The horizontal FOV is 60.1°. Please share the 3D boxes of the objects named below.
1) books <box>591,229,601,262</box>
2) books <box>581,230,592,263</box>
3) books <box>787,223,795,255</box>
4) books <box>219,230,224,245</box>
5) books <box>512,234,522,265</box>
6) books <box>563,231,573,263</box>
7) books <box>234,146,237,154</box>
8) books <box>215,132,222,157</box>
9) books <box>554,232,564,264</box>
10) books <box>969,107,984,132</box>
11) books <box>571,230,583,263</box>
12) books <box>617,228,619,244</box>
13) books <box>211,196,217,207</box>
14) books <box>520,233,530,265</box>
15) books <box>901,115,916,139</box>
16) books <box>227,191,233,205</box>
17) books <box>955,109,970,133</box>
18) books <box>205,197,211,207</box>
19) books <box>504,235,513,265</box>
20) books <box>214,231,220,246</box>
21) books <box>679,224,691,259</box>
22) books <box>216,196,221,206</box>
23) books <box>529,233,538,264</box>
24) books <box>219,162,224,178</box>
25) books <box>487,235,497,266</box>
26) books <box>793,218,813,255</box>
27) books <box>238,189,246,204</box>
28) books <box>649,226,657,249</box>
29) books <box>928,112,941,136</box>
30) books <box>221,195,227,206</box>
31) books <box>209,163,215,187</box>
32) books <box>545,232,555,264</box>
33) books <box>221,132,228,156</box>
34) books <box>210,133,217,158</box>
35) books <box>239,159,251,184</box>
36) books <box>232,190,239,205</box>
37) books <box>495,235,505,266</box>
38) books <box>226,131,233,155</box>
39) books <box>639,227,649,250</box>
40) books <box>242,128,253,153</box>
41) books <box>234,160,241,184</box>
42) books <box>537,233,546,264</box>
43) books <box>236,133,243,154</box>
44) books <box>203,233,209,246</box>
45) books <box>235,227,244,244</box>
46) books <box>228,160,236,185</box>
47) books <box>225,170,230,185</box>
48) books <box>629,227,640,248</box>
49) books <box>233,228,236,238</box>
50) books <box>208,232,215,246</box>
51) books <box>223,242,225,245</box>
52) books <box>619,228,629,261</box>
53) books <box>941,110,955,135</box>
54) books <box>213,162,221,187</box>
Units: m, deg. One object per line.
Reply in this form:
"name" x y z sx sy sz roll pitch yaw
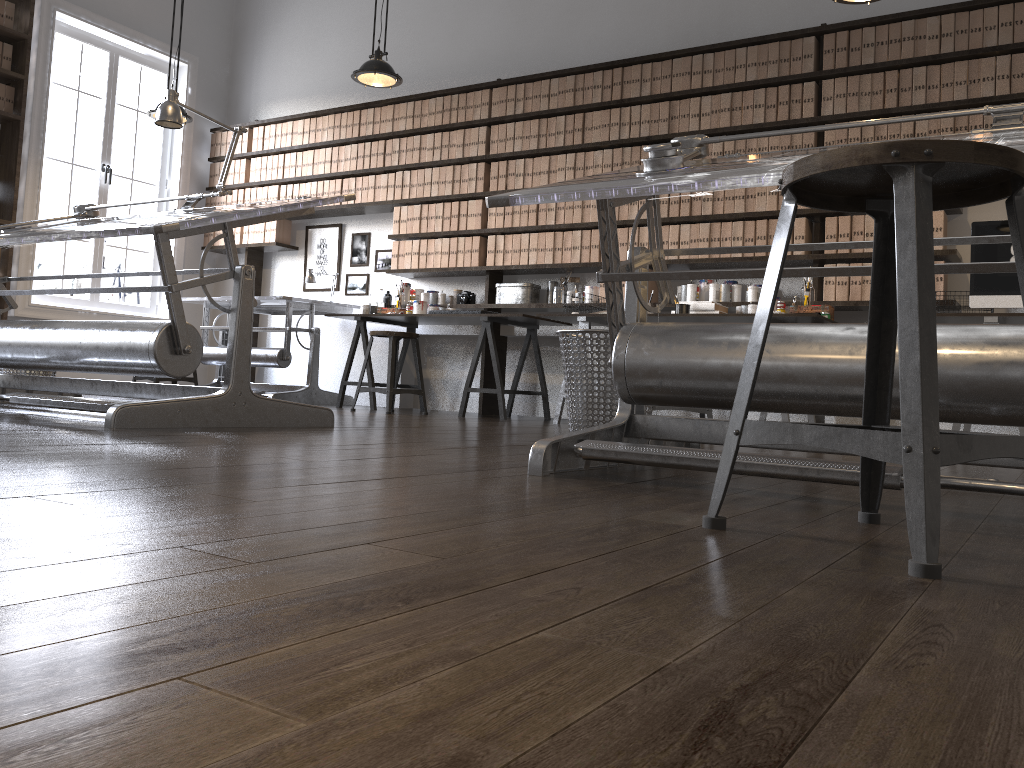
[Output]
"books" 0.606 -0.923 6.015 0.067 0.226 0.174 1 -3 32
"books" 0.546 -0.926 6.059 0.067 0.226 0.174 1 -3 32
"books" 1.678 -0.871 5.343 0.067 0.226 0.174 1 -3 32
"books" -2.559 -1.346 8.028 0.067 0.226 0.174 1 -3 32
"books" 0.077 -0.948 6.352 0.067 0.226 0.174 1 -3 32
"books" 0.425 -0.931 6.134 0.067 0.226 0.174 1 -3 32
"books" -2.452 -2.171 8.040 0.067 0.226 0.174 1 -3 32
"books" -2.635 -2.180 8.148 0.067 0.226 0.174 1 -3 32
"books" 0.365 -0.934 6.172 0.067 0.226 0.174 1 -3 32
"books" 2.551 -1.378 4.852 0.067 0.226 0.174 1 -3 32
"books" 0.483 -0.929 6.093 0.067 0.226 0.174 1 -3 32
"books" 0.726 -0.917 5.943 0.067 0.226 0.174 1 -3 32
"books" -2.673 -1.630 8.128 0.067 0.226 0.174 1 -3 32
"books" 0.134 -0.946 6.311 0.067 0.226 0.174 1 -3 32
"books" 2.260 -1.392 5.029 0.067 0.226 0.174 1 -3 32
"books" -2.492 -1.621 8.015 0.067 0.226 0.174 1 -3 32
"books" 2.491 -1.381 4.890 0.067 0.226 0.174 1 -3 32
"books" -2.733 -1.633 8.159 0.067 0.226 0.174 1 -3 32
"books" 0.019 -0.951 6.390 0.067 0.226 0.174 1 -3 32
"books" -2.614 -1.349 8.065 0.067 0.226 0.174 1 -3 32
"books" 1.141 -0.897 5.682 0.067 0.226 0.174 1 -3 32
"books" -2.613 -1.627 8.090 0.067 0.226 0.174 1 -3 32
"books" 0.197 -0.942 6.274 0.067 0.226 0.174 1 -3 32
"books" -2.580 -1.900 8.092 0.067 0.226 0.174 1 -3 32
"books" -0.106 -0.957 6.460 0.067 0.226 0.174 1 -3 32
"books" 1.745 -0.868 5.303 0.067 0.226 0.174 1 -3 32
"books" -2.366 -1.615 7.936 0.067 0.226 0.174 1 -3 32
"books" 0.963 -0.906 5.798 0.067 0.226 0.174 1 -3 32
"books" 2.376 -1.386 4.960 0.067 0.226 0.174 1 -3 32
"books" -2.555 -1.624 8.049 0.067 0.226 0.174 1 -3 32
"books" -2.700 -1.905 8.169 0.067 0.226 0.174 1 -3 32
"books" 0.305 -0.937 6.203 0.067 0.226 0.174 1 -3 32
"books" -2.572 -2.177 8.112 0.067 0.226 0.174 1 -3 32
"books" -2.696 -2.183 8.186 0.067 0.226 0.174 1 -3 32
"books" -2.351 -1.889 7.952 0.067 0.226 0.174 1 -3 32
"books" -2.432 -1.618 7.971 0.067 0.226 0.174 1 -3 32
"books" -0.043 -0.954 6.424 0.067 0.226 0.174 1 -3 32
"books" -2.510 -2.174 8.079 0.067 0.226 0.174 1 -3 32
"books" 0.902 -0.909 5.832 0.067 0.226 0.174 1 -3 32
"books" -2.332 -2.165 7.962 0.067 0.226 0.174 1 -3 32
"books" -2.412 -1.891 7.989 0.067 0.226 0.174 1 -3 32
"books" 0.251 -0.940 6.242 0.067 0.226 0.174 1 -3 32
"books" -2.395 -2.169 7.999 0.067 0.226 0.174 1 -3 32
"books" -2.740 -1.355 8.145 0.067 0.226 0.174 1 -3 32
"books" -2.384 -1.338 7.917 0.067 0.226 0.174 1 -3 32
"books" -2.472 -1.894 8.020 0.067 0.226 0.174 1 -3 32
"books" -2.526 -1.897 8.060 0.067 0.226 0.174 1 -3 32
"books" 0.839 -0.912 5.867 0.067 0.226 0.174 1 -3 32
"books" -2.447 -1.341 7.953 0.067 0.226 0.174 1 -3 32
"books" -2.679 -1.352 8.100 0.067 0.226 0.174 1 -3 32
"books" -2.508 -1.344 7.991 0.067 0.226 0.174 1 -3 32
"books" 0.777 -0.915 5.906 0.067 0.226 0.174 1 -3 32
"books" 2.430 -1.383 4.921 0.067 0.226 0.174 1 -3 32
"books" -2.642 -1.903 8.129 0.067 0.226 0.174 1 -3 32
